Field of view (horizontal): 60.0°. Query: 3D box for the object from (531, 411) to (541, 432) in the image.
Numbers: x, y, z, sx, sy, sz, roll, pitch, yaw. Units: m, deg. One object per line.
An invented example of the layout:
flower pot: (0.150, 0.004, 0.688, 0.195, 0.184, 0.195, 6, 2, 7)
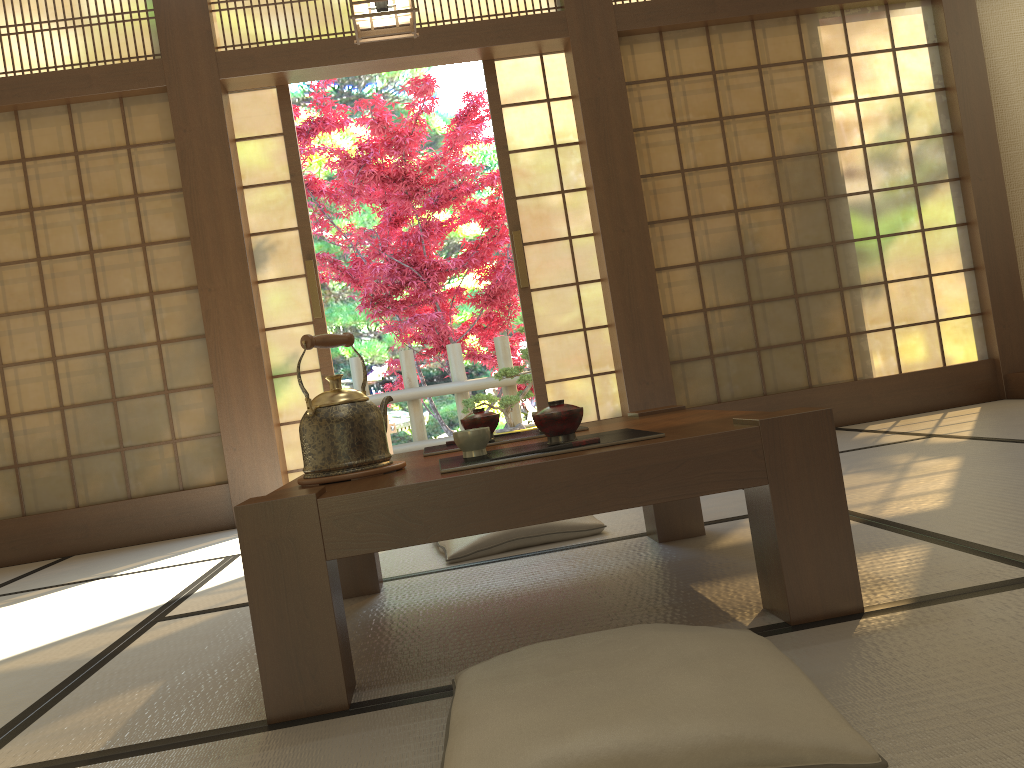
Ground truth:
object: (0.090, 0.092, 2.268, 0.074, 0.052, 0.073, -9, 0, 38)

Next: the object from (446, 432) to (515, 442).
object: (-0.077, 0.141, 2.363, 0.200, 0.008, 0.008, -9, 0, -5)

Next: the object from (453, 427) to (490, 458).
object: (-0.076, 0.116, 1.742, 0.074, 0.052, 0.073, -9, 0, 38)

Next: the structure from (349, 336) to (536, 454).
structure: (0.050, 0.140, 7.326, 7.456, 1.136, 0.245, -9, 0, -5)

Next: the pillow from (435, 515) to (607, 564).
pillow: (-0.001, 0.451, 2.806, 0.496, 0.107, 0.486, -9, 0, -12)

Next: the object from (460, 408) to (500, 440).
object: (-0.078, 0.101, 2.221, 0.100, 0.080, 0.100, -9, 0, -5)

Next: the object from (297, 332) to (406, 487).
object: (-0.347, 0.042, 1.806, 0.219, 0.296, 0.226, -9, 0, -10)

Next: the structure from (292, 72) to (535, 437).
structure: (-1.023, -1.095, 8.087, 3.412, 4.004, 3.045, -9, 0, 27)

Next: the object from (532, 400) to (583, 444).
object: (0.091, 0.072, 1.708, 0.100, 0.080, 0.100, -9, 0, -5)

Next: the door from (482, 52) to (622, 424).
door: (0.949, -0.761, 4.809, 1.894, 2.380, 0.073, -9, 0, -5)

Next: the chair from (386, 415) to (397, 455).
chair: (-1.180, 0.489, 5.468, 0.698, 0.598, 0.704, -9, 0, 41)

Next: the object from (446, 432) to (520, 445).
object: (-0.076, 0.141, 2.345, 0.200, 0.008, 0.008, -9, 0, -9)

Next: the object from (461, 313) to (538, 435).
object: (0.119, -0.088, 6.700, 1.032, 1.362, 0.586, -9, 0, 21)

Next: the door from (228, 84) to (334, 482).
door: (-1.925, -0.308, 4.538, 1.894, 2.380, 0.073, -9, 0, -5)

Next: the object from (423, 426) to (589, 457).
object: (-0.026, 0.140, 2.254, 0.400, 0.007, 0.300, -9, 0, -5)

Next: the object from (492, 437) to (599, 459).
object: (0.060, 0.116, 1.588, 0.200, 0.008, 0.008, -9, 0, -12)

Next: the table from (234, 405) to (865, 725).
table: (0.032, 0.300, 1.950, 1.000, 0.350, 1.000, -9, 0, -5)

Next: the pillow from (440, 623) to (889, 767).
pillow: (0.148, 0.418, 1.174, 0.486, 0.107, 0.496, -9, 0, -2)

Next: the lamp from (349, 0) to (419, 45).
lamp: (-0.535, -1.799, 3.167, 0.240, 1.129, 0.240, -9, 0, -5)

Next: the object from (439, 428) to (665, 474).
object: (0.060, 0.124, 1.692, 0.400, 0.007, 0.300, -9, 0, -5)

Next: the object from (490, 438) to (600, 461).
object: (0.059, 0.116, 1.575, 0.200, 0.008, 0.008, -9, 0, -7)
